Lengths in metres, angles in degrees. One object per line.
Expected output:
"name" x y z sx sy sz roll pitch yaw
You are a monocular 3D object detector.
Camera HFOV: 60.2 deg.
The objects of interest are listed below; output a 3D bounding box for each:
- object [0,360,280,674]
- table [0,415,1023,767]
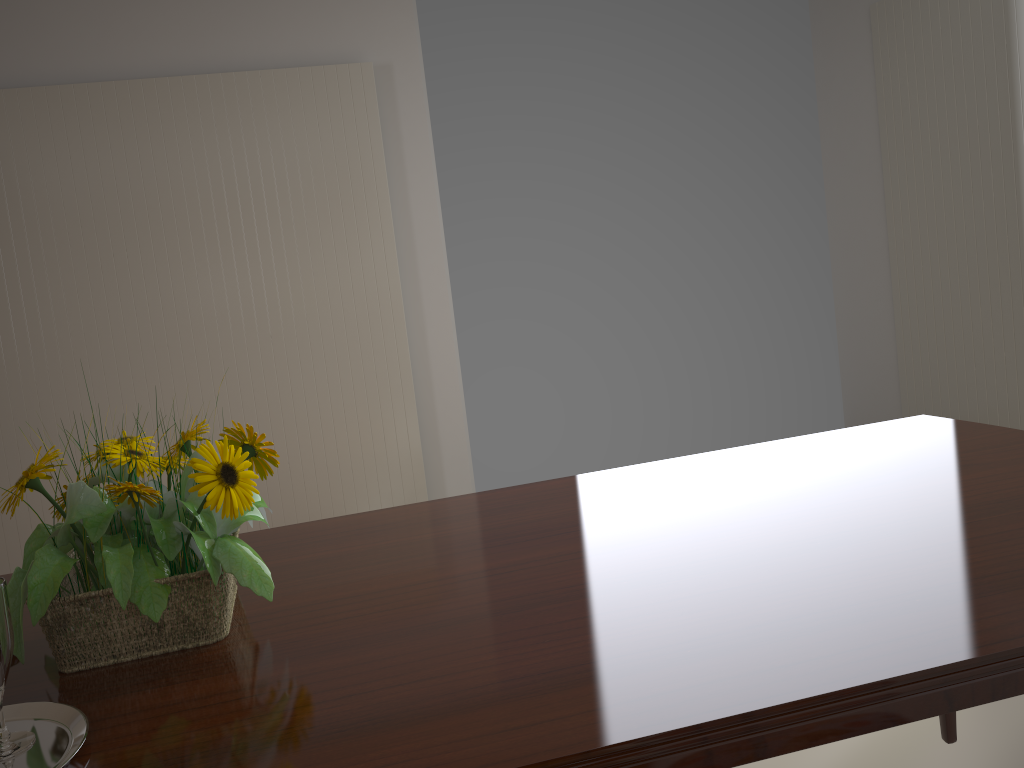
"object" -0.413 0.140 1.014 0.300 0.335 0.320 -9 7 -19
"table" 0.073 0.493 1.065 1.681 0.554 0.740 -8 8 -11
